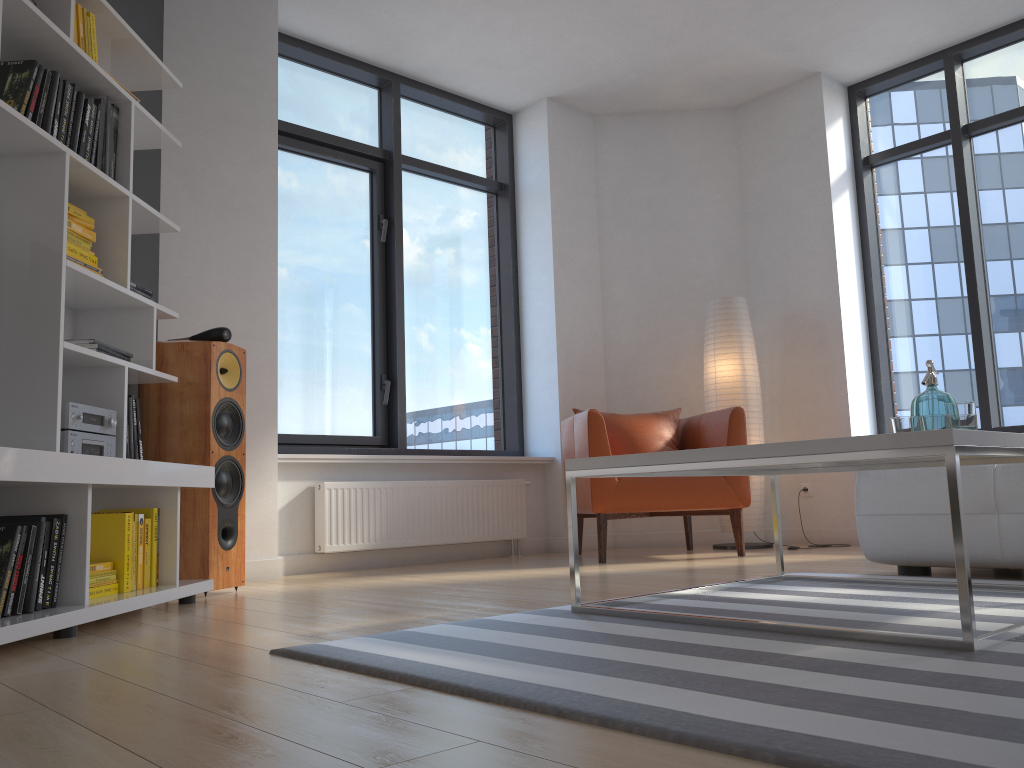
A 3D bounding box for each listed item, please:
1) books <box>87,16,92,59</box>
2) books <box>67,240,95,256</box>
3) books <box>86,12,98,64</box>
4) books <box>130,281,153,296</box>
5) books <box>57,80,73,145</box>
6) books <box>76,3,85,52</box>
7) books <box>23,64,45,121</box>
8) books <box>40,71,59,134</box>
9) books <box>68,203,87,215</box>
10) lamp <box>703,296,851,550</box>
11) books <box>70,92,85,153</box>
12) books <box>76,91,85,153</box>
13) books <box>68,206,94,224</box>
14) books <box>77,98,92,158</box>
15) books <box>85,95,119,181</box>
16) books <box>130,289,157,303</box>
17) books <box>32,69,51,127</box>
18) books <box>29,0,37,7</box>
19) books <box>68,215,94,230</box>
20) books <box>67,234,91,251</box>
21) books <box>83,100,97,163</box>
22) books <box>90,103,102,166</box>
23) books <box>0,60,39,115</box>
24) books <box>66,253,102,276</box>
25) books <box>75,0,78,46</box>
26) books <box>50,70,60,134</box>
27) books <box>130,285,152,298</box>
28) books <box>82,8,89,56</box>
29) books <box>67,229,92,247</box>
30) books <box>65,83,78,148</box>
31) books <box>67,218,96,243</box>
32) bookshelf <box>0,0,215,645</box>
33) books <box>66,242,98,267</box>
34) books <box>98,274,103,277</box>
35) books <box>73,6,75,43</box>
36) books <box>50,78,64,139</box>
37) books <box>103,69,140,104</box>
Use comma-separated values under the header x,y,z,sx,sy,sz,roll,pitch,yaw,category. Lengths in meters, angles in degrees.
x,y,z,sx,sy,sz,roll,pitch,yaw,category
-1.445,-1.128,2.927,0.108,0.161,0.046,-2,-8,2,books
-1.518,-0.447,2.887,0.189,0.014,0.251,-3,-8,6,books
-1.459,-1.137,2.953,0.141,0.184,0.064,-2,-8,4,books
-1.444,-0.350,3.246,0.161,0.023,0.213,-3,-8,6,books
-1.499,-0.836,2.792,0.191,0.249,0.084,-2,-8,3,books
-1.466,-1.142,2.892,0.132,0.180,0.054,-2,-8,3,books
-1.509,-0.847,2.639,0.187,0.234,0.096,-2,-8,3,books
-1.479,-0.843,2.704,0.172,0.242,0.069,-2,-8,4,books
-1.539,-0.583,2.911,0.163,0.023,0.223,-3,-8,7,books
1.600,0.217,5.444,0.804,1.550,0.502,-3,-8,8,lamp
-1.469,-0.824,2.845,0.172,0.242,0.069,-2,-8,4,books
-1.494,-0.828,2.870,0.192,0.254,0.075,-2,-8,2,books
-1.515,-0.559,2.916,0.163,0.023,0.223,-3,-8,7,books
-1.479,-0.820,2.894,0.179,0.243,0.071,-2,-8,2,books
-1.511,-0.829,3.068,0.259,0.321,0.128,-2,-8,3,books
-1.426,-0.313,3.238,0.161,0.023,0.213,-3,-8,6,books
-1.494,-0.844,2.669,0.169,0.233,0.081,-2,-8,2,books
-1.563,-1.159,2.560,0.214,0.030,0.284,-3,-8,6,books
-1.518,-0.537,2.905,0.160,0.022,0.227,-4,-8,18,books
-1.499,-0.467,2.879,0.145,0.023,0.217,-3,-8,7,books
-1.489,-0.818,2.933,0.191,0.249,0.084,-2,-8,3,books
-1.488,-0.818,2.967,0.197,0.260,0.066,-2,-8,3,books
-1.506,-0.852,2.605,0.182,0.234,0.104,-2,-8,3,books
-1.498,-0.387,2.879,0.203,0.024,0.257,-3,-8,6,books
-1.491,-1.168,2.865,0.164,0.224,0.054,-2,-8,2,books
-1.504,-0.846,2.728,0.192,0.254,0.075,-2,-8,2,books
-1.429,-0.332,3.240,0.142,0.015,0.198,-2,-8,1,books
-1.458,-1.139,2.911,0.128,0.178,0.044,-2,-8,3,books
-1.517,-0.484,2.894,0.171,0.019,0.239,-2,-8,3,books
-1.498,-0.836,2.826,0.197,0.260,0.066,-2,-8,3,books
-1.515,-0.509,2.908,0.176,0.033,0.239,-3,-8,6,books
-1.461,-0.390,1.979,0.455,2.052,3.000,-2,-8,3,bookshelf
-1.503,-0.420,2.885,0.189,0.042,0.243,-2,-8,3,books
-1.488,-0.361,2.879,0.194,0.028,0.257,-3,-8,8,books
-1.466,-1.178,2.811,0.161,0.229,0.041,-2,-8,2,books
-1.496,-0.836,2.754,0.179,0.243,0.068,-2,-8,2,books
-1.494,-1.053,3.177,0.203,0.024,0.257,-3,-8,6,books
